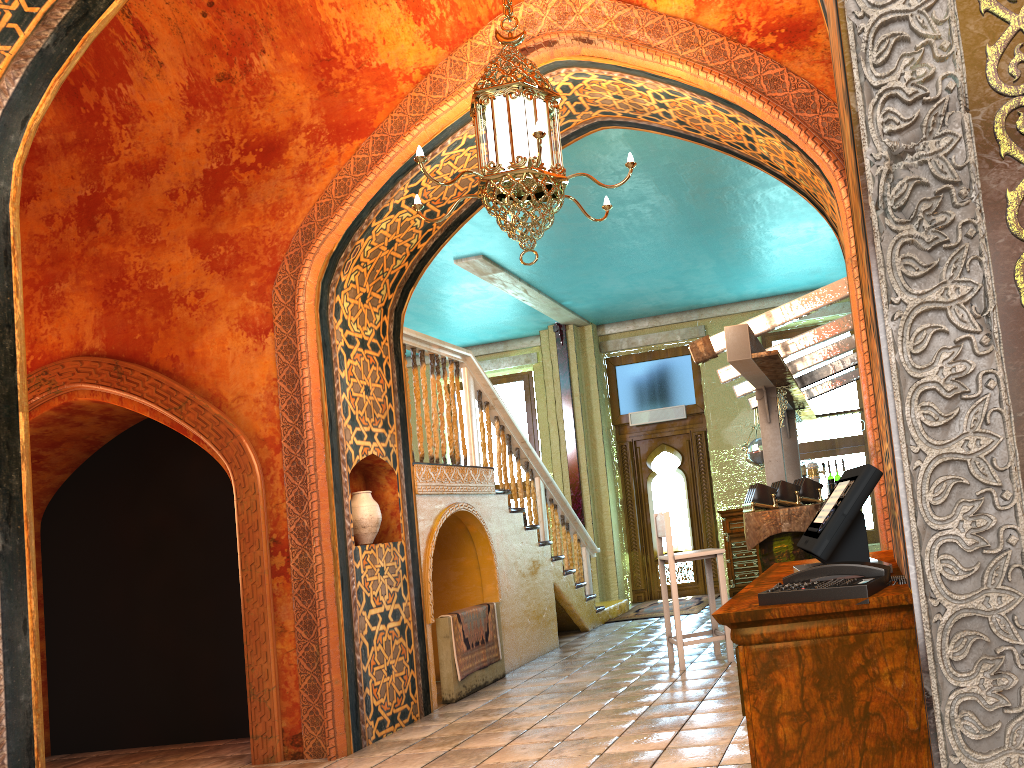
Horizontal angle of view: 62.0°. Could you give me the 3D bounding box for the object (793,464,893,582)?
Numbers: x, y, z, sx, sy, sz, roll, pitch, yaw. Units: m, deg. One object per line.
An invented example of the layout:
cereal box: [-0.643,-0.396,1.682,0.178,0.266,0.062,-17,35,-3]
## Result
object: [0.989,0.424,2.612,0.248,0.315,0.472,-8,-8,9]

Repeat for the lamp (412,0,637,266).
lamp: [-0.013,-1.800,4.659,1.228,2.350,1.189,-8,-6,16]

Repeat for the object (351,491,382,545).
object: [-1.088,0.981,6.237,0.228,0.382,0.278,-10,-7,33]

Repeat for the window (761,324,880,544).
window: [4.747,0.790,13.027,1.470,3.398,0.092,-7,-5,10]

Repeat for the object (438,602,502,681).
object: [-0.349,2.227,7.422,0.143,0.551,0.941,-8,-8,21]

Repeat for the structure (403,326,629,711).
structure: [-0.425,1.559,9.758,1.700,3.118,6.260,-9,-9,20]

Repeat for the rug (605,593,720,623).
rug: [2.249,3.183,12.210,1.244,0.039,2.554,-11,-11,19]

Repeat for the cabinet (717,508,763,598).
cabinet: [3.706,2.461,12.640,1.067,1.295,0.648,-8,-6,13]

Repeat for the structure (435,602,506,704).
structure: [-0.342,2.316,7.432,0.103,0.683,1.079,-8,-8,21]

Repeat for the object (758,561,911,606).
object: [0.804,0.502,2.154,0.364,0.086,0.358,-13,-11,31]

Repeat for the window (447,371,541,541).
window: [-0.243,1.576,13.871,1.470,3.398,0.092,-7,-5,10]

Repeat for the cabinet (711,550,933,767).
cabinet: [1.049,1.119,2.660,0.466,1.045,1.591,-8,-8,20]

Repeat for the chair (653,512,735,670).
chair: [1.587,1.755,7.432,0.519,1.328,0.486,-5,-5,-9]
